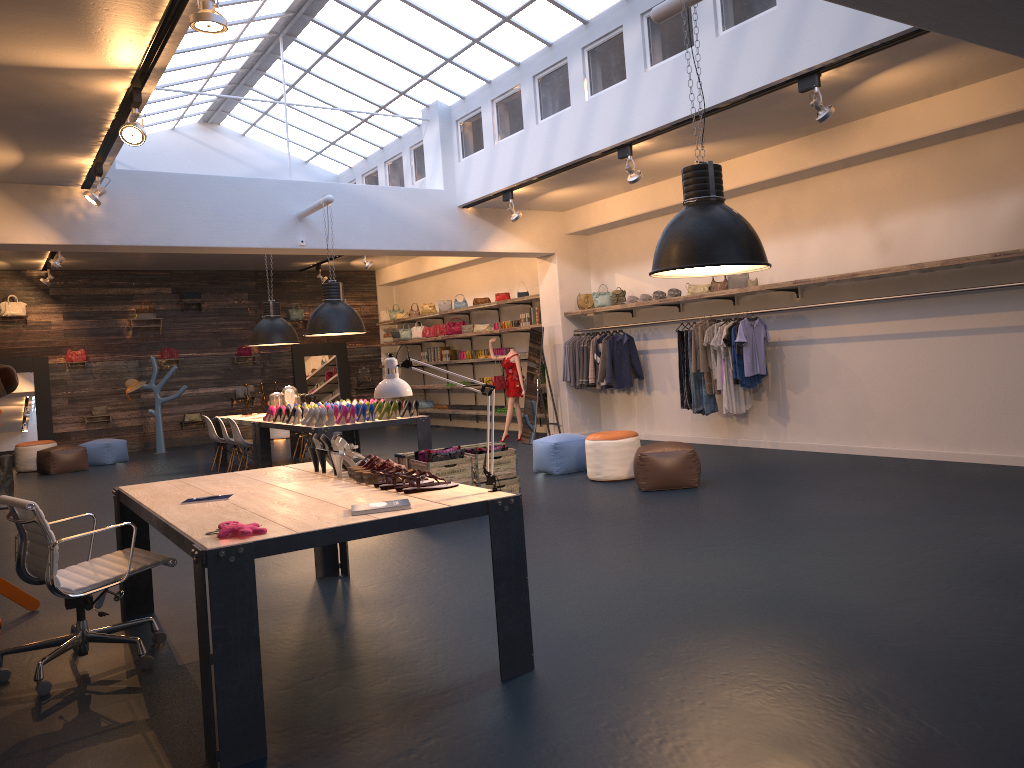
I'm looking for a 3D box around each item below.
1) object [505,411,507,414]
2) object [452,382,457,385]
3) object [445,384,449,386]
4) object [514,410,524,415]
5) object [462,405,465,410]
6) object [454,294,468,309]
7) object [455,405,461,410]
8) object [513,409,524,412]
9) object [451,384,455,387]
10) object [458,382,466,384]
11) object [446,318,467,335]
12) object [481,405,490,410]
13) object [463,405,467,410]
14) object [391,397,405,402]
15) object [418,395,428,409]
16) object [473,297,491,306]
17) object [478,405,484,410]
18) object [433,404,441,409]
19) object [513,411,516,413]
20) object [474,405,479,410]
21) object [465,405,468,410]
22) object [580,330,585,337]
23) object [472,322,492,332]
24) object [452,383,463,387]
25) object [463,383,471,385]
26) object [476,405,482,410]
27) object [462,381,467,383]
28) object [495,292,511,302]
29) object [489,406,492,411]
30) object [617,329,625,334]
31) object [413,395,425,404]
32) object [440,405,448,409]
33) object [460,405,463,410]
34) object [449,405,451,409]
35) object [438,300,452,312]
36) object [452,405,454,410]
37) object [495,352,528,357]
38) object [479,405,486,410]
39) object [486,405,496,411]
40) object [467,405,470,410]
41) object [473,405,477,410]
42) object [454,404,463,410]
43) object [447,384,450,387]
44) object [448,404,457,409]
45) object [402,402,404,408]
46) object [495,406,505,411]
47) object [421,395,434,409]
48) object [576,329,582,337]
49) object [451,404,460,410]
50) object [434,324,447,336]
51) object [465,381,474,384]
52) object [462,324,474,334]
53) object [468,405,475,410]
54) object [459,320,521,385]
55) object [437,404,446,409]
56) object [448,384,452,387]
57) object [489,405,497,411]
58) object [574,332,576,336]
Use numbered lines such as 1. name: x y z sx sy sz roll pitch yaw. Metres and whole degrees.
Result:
1. object: -0.050 0.485 15.017 0.254 0.058 0.076 -5 1 -38
2. object: -1.052 -0.010 16.738 0.254 0.064 0.079 -5 1 -28
3. object: -1.213 0.025 16.880 0.254 0.058 0.076 -5 1 -38
4. object: 0.121 0.482 14.725 0.254 0.058 0.076 -5 1 -38
5. object: -0.880 0.449 16.746 0.202 0.088 0.060 -5 0 -34
6. object: -0.979 -1.570 16.517 0.276 0.283 0.096 -4 -1 0
7. object: -1.016 0.451 16.967 0.202 0.088 0.060 -5 0 -34
8. object: 0.111 0.450 14.875 0.254 0.064 0.079 -5 1 -28
9. object: -1.074 0.022 16.668 0.254 0.058 0.076 -5 1 -38
10. object: -0.982 -0.013 16.678 0.254 0.068 0.078 -5 1 -28
11. object: -1.085 -1.111 16.784 0.372 0.338 0.277 -4 0 -44
12. object: -0.490 0.442 16.104 0.183 0.088 0.067 -4 0 5
13. object: -0.847 0.448 16.691 0.202 0.088 0.060 -5 0 -34
14. object: -2.574 0.401 19.639 0.372 0.234 0.198 -4 0 -2
15. object: -1.879 0.369 18.304 0.276 0.283 0.096 -4 -1 0
16. object: -0.524 -1.506 15.818 0.384 0.141 0.377 -4 1 -21
17. object: -0.554 0.443 16.211 0.189 0.088 0.065 -4 0 -4
18. object: -1.522 0.458 17.882 0.225 0.083 0.221 -4 1 -21
19. object: 0.089 0.482 14.805 0.254 0.058 0.076 -5 1 -38
20. object: -0.622 0.444 16.321 0.190 0.088 0.064 -4 0 -7
21. object: -0.813 0.448 16.635 0.202 0.088 0.060 -5 0 -34
22. object: 1.074 -0.727 13.175 0.467 0.220 0.009 -5 -1 -35
23. object: -0.567 -1.039 15.925 0.357 0.175 0.235 -4 1 8
24. object: -1.042 0.022 16.588 0.254 0.058 0.076 -5 1 -38
25. object: -0.892 0.009 16.692 0.254 0.058 0.076 -5 1 -38
26. object: -0.588 0.444 16.267 0.189 0.088 0.065 -4 0 -4
27. object: -0.901 -0.022 16.842 0.079 0.073 0.254 -4 1 35
28. object: -0.162 -1.516 15.141 0.278 0.149 0.113 -4 0 0
29. object: -0.320 0.439 15.825 0.193 0.088 0.063 -4 0 -13
30. object: 1.554 -0.736 12.416 0.467 0.220 0.009 -5 -1 -35
31. object: -1.982 0.371 18.463 0.281 0.283 0.094 -4 -1 -6
32. object: -1.323 0.458 17.438 0.230 0.083 0.216 -5 2 -43
33. object: -0.913 0.449 16.799 0.202 0.088 0.060 -5 0 -34
34. object: -1.149 0.454 17.186 0.202 0.088 0.060 -5 0 -34
35. object: -1.304 -1.537 17.038 0.270 0.230 0.080 -4 -1 7
36. object: -1.082 0.452 17.075 0.202 0.088 0.060 -5 0 -34
37. object: 0.181 -0.514 14.902 0.521 0.060 1.400 -5 2 -32
38. object: -0.522 0.443 16.157 0.186 0.088 0.066 -4 0 1
39. object: -0.386 0.440 15.934 0.196 0.088 0.062 -4 0 -19
40. object: -0.781 0.447 16.582 0.202 0.088 0.060 -5 0 -34
41. object: -0.653 0.445 16.375 0.192 0.088 0.064 -4 0 -10
42. object: -1.049 0.452 17.022 0.202 0.088 0.060 -5 0 -34
43. object: -1.161 0.024 16.811 0.254 0.058 0.076 -5 1 -38
44. object: -1.182 0.454 17.239 0.202 0.088 0.060 -5 0 -34
45. object: -2.335 0.458 19.102 0.220 0.118 0.090 -4 0 0
46. object: -0.220 0.437 15.663 0.190 0.088 0.064 -4 0 -7
47. object: -1.775 0.367 18.147 0.276 0.283 0.096 -4 -1 0
48. object: 1.013 -0.724 13.268 0.467 0.220 0.009 -5 -1 -35
49. object: -1.115 0.453 17.131 0.202 0.088 0.060 -5 0 -34
50. object: -1.426 -1.071 17.175 0.297 0.250 0.144 -4 -1 28
51. object: -0.831 -0.026 16.782 0.078 0.067 0.255 -3 1 36
52. object: -0.822 -1.036 16.350 0.256 0.176 0.109 -4 -1 17
53. object: -0.747 0.447 16.527 0.202 0.088 0.060 -5 0 -34
54. object: -0.408 -0.527 15.955 0.493 1.137 2.475 -3 1 -31
55. object: -1.411 0.457 17.666 0.230 0.083 0.216 -5 2 -43
56. object: -1.129 0.024 16.731 0.254 0.058 0.076 -5 1 -38
57. object: -0.354 0.440 15.881 0.197 0.088 0.062 -4 0 -20
58. object: 0.981 -0.723 13.321 0.467 0.220 0.009 -5 -1 -35
